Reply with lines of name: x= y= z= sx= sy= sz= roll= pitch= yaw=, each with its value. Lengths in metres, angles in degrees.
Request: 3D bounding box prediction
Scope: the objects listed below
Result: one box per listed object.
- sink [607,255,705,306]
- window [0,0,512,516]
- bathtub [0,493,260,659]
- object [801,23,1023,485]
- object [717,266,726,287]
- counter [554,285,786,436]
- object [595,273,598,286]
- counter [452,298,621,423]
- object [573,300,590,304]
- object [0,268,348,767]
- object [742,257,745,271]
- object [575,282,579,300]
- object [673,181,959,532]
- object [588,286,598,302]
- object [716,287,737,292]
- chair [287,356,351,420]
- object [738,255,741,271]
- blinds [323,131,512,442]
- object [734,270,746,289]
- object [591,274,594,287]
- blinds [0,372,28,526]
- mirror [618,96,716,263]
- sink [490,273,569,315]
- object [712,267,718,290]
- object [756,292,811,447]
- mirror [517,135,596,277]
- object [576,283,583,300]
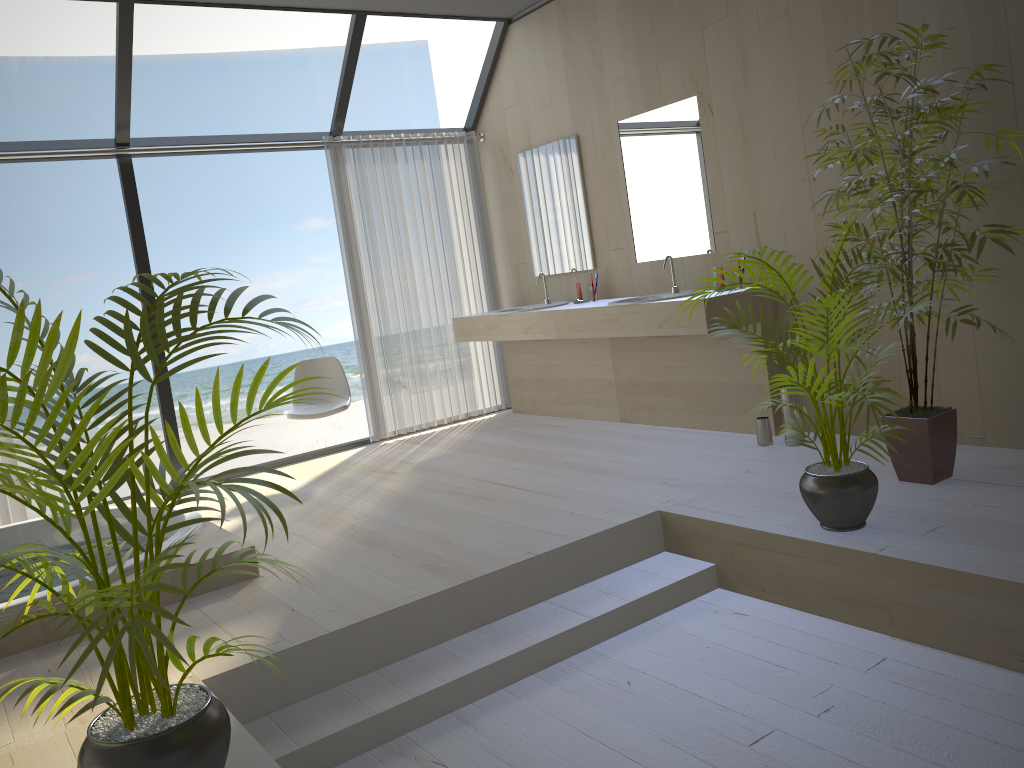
sink: x=0.794 y=-0.490 z=4.909 sx=0.506 sy=0.417 sz=0.574 roll=-12 pitch=7 yaw=-30
window: x=-1.887 y=-0.761 z=5.188 sx=4.586 sy=2.802 sz=0.744 roll=-12 pitch=6 yaw=-34
bathtub: x=-2.200 y=0.853 z=3.632 sx=1.831 sy=0.695 sz=1.646 roll=-13 pitch=8 yaw=-34
object: x=1.565 y=-0.495 z=3.454 sx=0.788 sy=1.749 sz=0.938 roll=-9 pitch=5 yaw=-9
object: x=1.114 y=-0.558 z=4.717 sx=0.039 sy=0.134 sz=0.039 roll=-8 pitch=4 yaw=7
counter: x=0.873 y=-0.092 z=4.991 sx=0.553 sy=0.787 sz=1.205 roll=-12 pitch=7 yaw=-34
object: x=0.534 y=-0.618 z=5.665 sx=0.054 sy=0.174 sz=0.012 roll=-9 pitch=4 yaw=-9
counter: x=0.192 y=-0.120 z=5.986 sx=0.553 sy=0.787 sz=1.205 roll=-12 pitch=7 yaw=-34
object: x=0.443 y=-0.527 z=5.635 sx=0.104 sy=0.029 sz=0.033 roll=-7 pitch=6 yaw=6
object: x=-0.793 y=0.247 z=1.875 sx=0.871 sy=1.340 sz=1.072 roll=-4 pitch=7 yaw=44
object: x=1.215 y=-0.591 z=4.670 sx=0.054 sy=0.174 sz=0.012 roll=-9 pitch=4 yaw=-9
object: x=0.435 y=-0.600 z=5.825 sx=0.039 sy=0.134 sz=0.039 roll=-7 pitch=4 yaw=15
object: x=1.021 y=-0.071 z=3.018 sx=0.916 sy=1.152 sz=0.754 roll=-8 pitch=5 yaw=0
object: x=0.525 y=-0.575 z=5.666 sx=0.059 sy=0.100 sz=0.058 roll=-11 pitch=5 yaw=-27
object: x=1.124 y=-0.500 z=4.639 sx=0.104 sy=0.029 sz=0.033 roll=-7 pitch=6 yaw=6
chair: x=-1.195 y=0.026 z=5.445 sx=0.369 sy=0.346 sz=0.456 roll=-9 pitch=6 yaw=-5
object: x=1.197 y=-0.585 z=4.639 sx=0.012 sy=0.177 sz=0.050 roll=-8 pitch=4 yaw=5
blinds: x=-0.631 y=-0.735 z=6.278 sx=1.189 sy=2.062 sz=0.084 roll=-11 pitch=5 yaw=-34
object: x=1.206 y=-0.548 z=4.671 sx=0.059 sy=0.100 sz=0.058 roll=-10 pitch=5 yaw=-24
object: x=0.516 y=-0.613 z=5.634 sx=0.012 sy=0.177 sz=0.050 roll=-8 pitch=4 yaw=5
blinds: x=-3.277 y=-0.121 z=4.451 sx=1.189 sy=2.062 sz=0.084 roll=-11 pitch=5 yaw=-34
mirror: x=0.898 y=-1.163 z=5.146 sx=0.023 sy=0.865 sz=0.653 roll=-11 pitch=6 yaw=-34
sink: x=0.113 y=-0.518 z=5.904 sx=0.506 sy=0.417 sz=0.574 roll=-12 pitch=7 yaw=-30
object: x=1.116 y=-0.573 z=4.830 sx=0.039 sy=0.134 sz=0.039 roll=-8 pitch=4 yaw=7
object: x=1.385 y=-0.081 z=4.448 sx=0.273 sy=0.746 sz=0.409 roll=-4 pitch=6 yaw=44
mirror: x=0.291 y=-1.182 z=5.986 sx=0.023 sy=0.865 sz=0.653 roll=-11 pitch=6 yaw=-34
object: x=0.434 y=-0.586 z=5.712 sx=0.039 sy=0.134 sz=0.039 roll=-7 pitch=4 yaw=15
